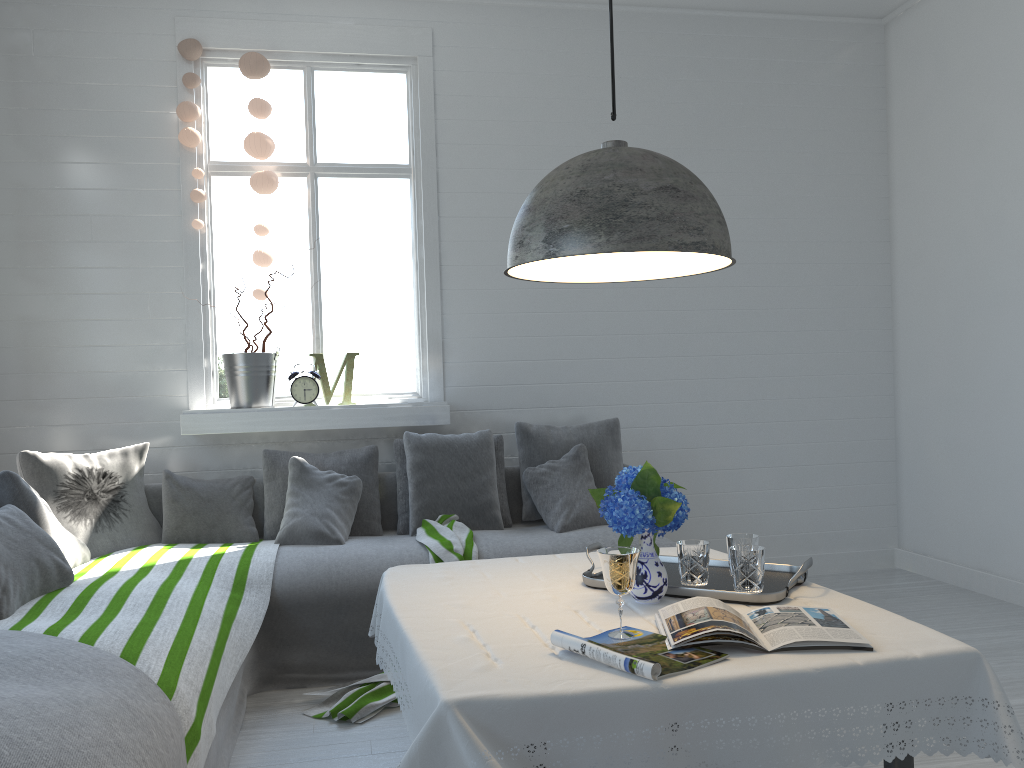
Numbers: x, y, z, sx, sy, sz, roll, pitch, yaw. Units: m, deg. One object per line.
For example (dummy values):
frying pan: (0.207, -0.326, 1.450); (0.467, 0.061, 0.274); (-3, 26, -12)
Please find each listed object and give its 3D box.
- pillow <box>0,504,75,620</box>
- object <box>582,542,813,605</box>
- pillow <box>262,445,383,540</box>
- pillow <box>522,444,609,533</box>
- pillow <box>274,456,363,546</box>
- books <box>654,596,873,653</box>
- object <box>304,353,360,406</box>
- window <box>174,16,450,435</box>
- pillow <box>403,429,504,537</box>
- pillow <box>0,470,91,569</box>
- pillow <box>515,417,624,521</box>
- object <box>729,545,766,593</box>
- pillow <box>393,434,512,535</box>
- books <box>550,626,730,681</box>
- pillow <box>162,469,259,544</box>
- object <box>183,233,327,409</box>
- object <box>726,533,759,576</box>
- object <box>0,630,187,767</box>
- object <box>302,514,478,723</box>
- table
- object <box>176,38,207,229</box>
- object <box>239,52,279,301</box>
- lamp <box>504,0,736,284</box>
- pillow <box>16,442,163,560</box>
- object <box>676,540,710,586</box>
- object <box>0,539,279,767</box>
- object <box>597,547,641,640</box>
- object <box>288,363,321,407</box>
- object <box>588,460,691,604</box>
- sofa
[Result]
pillow: (-1.909, 0.656, 3.305); (0.277, 0.445, 0.528); (-2, 0, 4)
object: (0.523, 0.526, 2.549); (0.651, 0.092, 0.398); (-2, 0, 31)
pillow: (-1.035, 0.608, 4.840); (0.639, 0.522, 0.279); (-2, 0, -11)
pillow: (0.313, 0.570, 4.836); (0.380, 0.463, 0.416); (-2, 0, -26)
pillow: (-1.001, 0.610, 4.582); (0.380, 0.463, 0.416); (-2, 0, 4)
books: (0.546, 0.536, 1.997); (0.422, 0.049, 0.300); (-2, 0, 4)
object: (-1.056, -0.025, 5.198); (0.330, 0.311, 0.052); (-2, 1, -21)
window: (-1.157, -0.938, 5.157); (1.482, 2.399, 0.378); (-2, 1, -11)
pillow: (-0.321, 0.540, 4.841); (0.509, 0.573, 0.296); (-2, 0, -11)
pillow: (-2.100, 0.615, 3.859); (0.344, 0.526, 0.616); (-2, 0, -12)
pillow: (0.348, 0.486, 5.106); (0.639, 0.561, 0.278); (-2, 0, -10)
object: (0.634, 0.498, 2.381); (0.095, 0.119, 0.095); (-2, 0, 13)
pillow: (-0.337, 0.559, 4.985); (0.641, 0.520, 0.280); (-2, 0, -10)
books: (0.265, 0.550, 1.869); (0.229, 0.043, 0.300); (-2, 0, -37)
pillow: (-1.597, 0.663, 4.734); (0.495, 0.438, 0.280); (-2, 0, -9)
object: (-1.382, -0.335, 4.799); (0.848, 0.936, 0.634); (-2, 0, 36)
object: (0.669, 0.498, 2.569); (0.095, 0.119, 0.095); (-2, 0, 13)
object: (-1.336, 0.949, 2.039); (1.684, 0.924, 1.212); (-2, 0, 30)
object: (-0.426, 0.903, 4.182); (0.622, 0.833, 1.580); (-2, 0, 14)
table: (0.293, 0.929, 2.392); (1.327, 0.725, 1.670); (-2, 0, -10)
object: (-1.835, -1.431, 5.078); (0.152, 1.089, 0.150); (-2, 1, -35)
object: (-1.450, -1.194, 5.104); (0.200, 1.427, 0.196); (-1, 1, 30)
lamp: (0.246, -1.322, 2.313); (0.600, 2.045, 0.601); (-2, 1, -40)
pillow: (-2.088, 0.595, 4.498); (0.395, 0.561, 0.638); (-2, 0, 29)
object: (0.509, 0.502, 2.487); (0.095, 0.119, 0.095); (-2, 0, -27)
object: (-1.439, 1.026, 3.130); (1.043, 0.473, 3.164); (-2, 0, -11)
object: (0.241, 0.466, 1.975); (0.098, 0.192, 0.098); (-2, 0, 9)
object: (-1.180, 0.007, 5.047); (0.182, 0.250, 0.075); (-2, 1, -11)
object: (0.340, 0.389, 2.345); (0.265, 0.377, 0.236); (-2, 0, -9)
sofa: (-0.557, 0.927, 3.464); (3.407, 0.899, 3.394); (-2, 0, -11)
